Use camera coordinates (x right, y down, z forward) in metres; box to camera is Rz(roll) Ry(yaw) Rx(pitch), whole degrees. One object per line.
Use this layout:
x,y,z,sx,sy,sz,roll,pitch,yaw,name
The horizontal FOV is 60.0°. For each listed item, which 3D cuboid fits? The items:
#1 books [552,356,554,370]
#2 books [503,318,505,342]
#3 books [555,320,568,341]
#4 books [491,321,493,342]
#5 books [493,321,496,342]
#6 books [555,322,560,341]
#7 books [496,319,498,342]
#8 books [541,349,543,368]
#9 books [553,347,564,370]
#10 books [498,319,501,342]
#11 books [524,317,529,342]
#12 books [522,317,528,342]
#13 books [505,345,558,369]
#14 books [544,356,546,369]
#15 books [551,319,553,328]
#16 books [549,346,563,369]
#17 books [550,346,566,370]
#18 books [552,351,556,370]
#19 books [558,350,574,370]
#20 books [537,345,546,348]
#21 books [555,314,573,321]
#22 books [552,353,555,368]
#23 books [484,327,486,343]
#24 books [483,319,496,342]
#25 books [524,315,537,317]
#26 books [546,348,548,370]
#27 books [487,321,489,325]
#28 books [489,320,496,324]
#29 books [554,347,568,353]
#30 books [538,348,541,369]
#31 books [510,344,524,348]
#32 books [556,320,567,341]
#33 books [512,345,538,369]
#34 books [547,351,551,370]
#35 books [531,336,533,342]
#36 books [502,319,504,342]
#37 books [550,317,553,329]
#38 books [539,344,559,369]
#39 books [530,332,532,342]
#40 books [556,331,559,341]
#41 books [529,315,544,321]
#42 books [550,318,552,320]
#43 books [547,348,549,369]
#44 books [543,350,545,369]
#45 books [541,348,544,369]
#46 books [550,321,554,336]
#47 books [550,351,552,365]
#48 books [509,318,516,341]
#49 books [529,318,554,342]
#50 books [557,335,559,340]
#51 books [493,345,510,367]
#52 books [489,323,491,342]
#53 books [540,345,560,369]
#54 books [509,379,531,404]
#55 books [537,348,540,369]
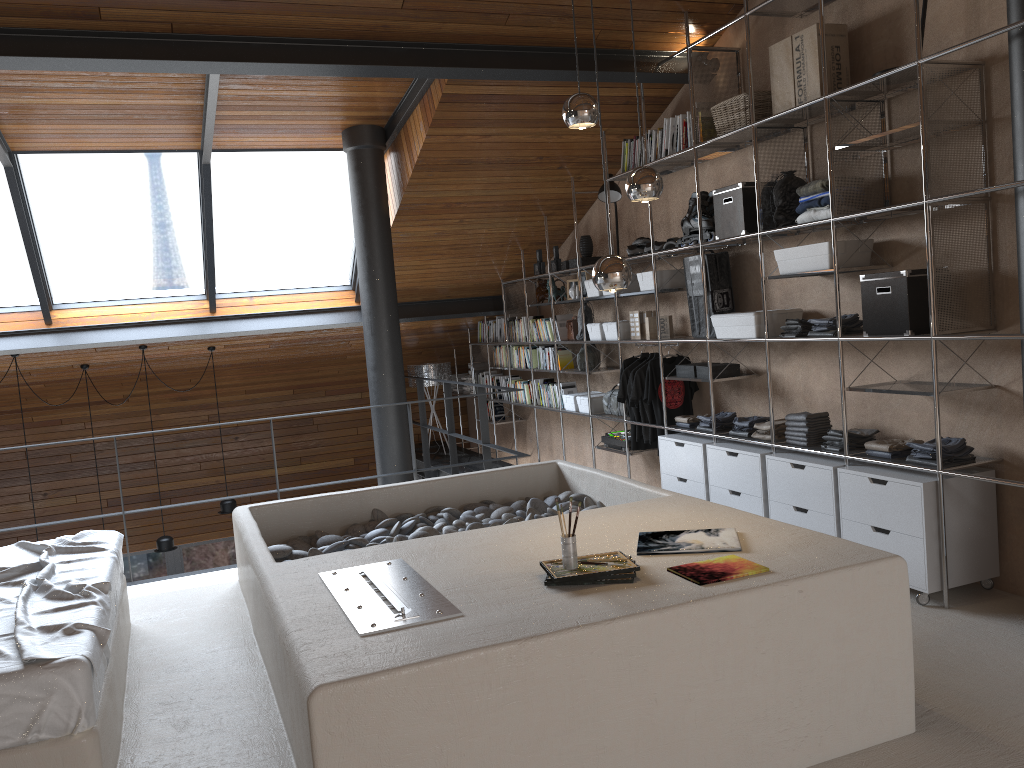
0.416,-0.203,7.740,0.128,0.143,0.009,-6,4,-21,books
-0.015,-0.535,8.760,0.148,0.234,0.033,-6,4,-21,books
0.442,-0.457,7.548,0.117,0.176,0.074,-6,4,-21,books
-0.149,-0.538,9.076,0.137,0.213,0.068,-6,4,-21,books
-0.128,-0.536,9.022,0.133,0.215,0.070,-6,4,-21,books
0.451,-0.478,7.573,0.161,0.215,0.092,-6,4,-21,books
-0.089,-0.543,8.890,0.148,0.229,0.073,-6,4,-21,books
0.335,-0.237,7.970,0.148,0.190,0.013,-6,4,-21,books
0.423,-0.225,7.731,0.129,0.188,0.010,-6,4,-21,books
-0.071,-0.541,8.848,0.148,0.229,0.073,-6,4,-21,books
0.195,-0.508,8.148,0.148,0.233,0.053,-6,4,-21,books
0.177,-0.510,8.193,0.148,0.233,0.053,-6,4,-21,books
0.167,-0.261,8.348,0.138,0.212,1.040,-6,4,-21,books
0.355,-0.224,7.906,0.146,0.171,0.018,-6,4,-21,books
0.411,-0.467,7.618,0.127,0.192,0.079,-6,4,-21,books
0.403,-0.232,7.795,0.146,0.195,0.023,-6,4,-21,books
0.411,-0.228,7.764,0.148,0.190,0.013,-6,4,-21,books
0.431,-0.211,7.691,0.148,0.167,0.053,-6,4,-21,books
0.459,-0.208,7.623,0.129,0.165,0.056,-6,4,-21,books
0.331,-0.251,8.050,0.207,0.207,0.010,-6,4,-21,books
0.464,-0.491,7.571,0.177,0.209,0.082,-6,4,-21,books
0.418,-0.211,7.701,0.130,0.167,0.046,-6,4,-21,books
-0.227,-0.535,9.245,0.127,0.197,0.063,-6,4,-21,books
-0.237,-0.558,9.319,0.143,0.233,0.081,-6,4,-21,books
0.182,-0.514,8.228,0.143,0.236,0.062,-6,4,-21,books
0.372,-0.230,7.834,0.148,0.190,0.013,-6,4,-21,books
-0.184,-0.546,9.194,0.161,0.220,0.074,-6,4,-21,books
-0.177,-0.544,9.117,0.122,0.227,0.076,-6,4,-21,books
0.436,-0.219,7.648,0.129,0.186,0.050,-6,4,-21,books
0.327,-0.238,8.007,0.169,0.189,0.018,-6,4,-21,books
0.059,-0.279,8.668,0.143,0.218,0.020,-6,4,-21,books
0.441,-0.453,7.535,0.112,0.169,0.068,-6,4,-21,books
0.157,-0.254,8.320,0.139,0.208,0.494,-6,4,-21,books
0.386,-0.215,7.810,0.143,0.161,0.019,-6,4,-21,books
0.229,-0.482,8.106,0.131,0.180,0.042,-6,4,-21,books
-0.027,-0.534,8.779,0.148,0.233,0.053,-6,4,-21,books
0.425,-0.480,7.657,0.164,0.209,0.084,-6,4,-21,books
0.343,-0.248,7.998,0.191,0.207,0.012,-6,4,-21,books
0.226,-0.496,8.133,0.149,0.205,0.049,-6,4,-21,books
0.425,-0.453,7.593,0.119,0.166,0.072,-6,4,-21,books
0.236,-0.510,8.126,0.148,0.233,0.053,-6,4,-21,books
0.430,-0.480,7.648,0.170,0.209,0.082,-6,4,-22,books
0.381,-0.230,7.824,0.148,0.190,0.013,-6,4,-21,books
0.339,-0.221,7.914,0.130,0.169,0.010,-6,4,-21,books
0.346,-0.234,7.943,0.161,0.187,0.021,-6,4,-21,books
0.407,-0.470,7.660,0.127,0.192,0.079,-6,4,-21,books
0.411,-0.218,7.780,0.148,0.167,0.014,-6,4,-21,books
0.038,-0.526,8.589,0.129,0.231,0.010,-6,4,-21,books
0.307,-0.481,7.866,0.139,0.206,0.497,-6,4,-21,books
0.436,-0.469,7.585,0.125,0.200,0.088,-6,4,-21,books
-0.075,-0.285,8.929,0.130,0.216,0.311,-6,4,-21,books
-0.178,-0.528,9.106,0.111,0.194,0.059,-6,4,-21,books
0.352,-0.246,7.989,0.192,0.204,0.012,-6,4,-21,books
0.121,0.070,8.505,0.139,0.211,0.467,-6,4,-21,books
0.301,-0.238,8.027,0.148,0.190,0.013,-6,4,-21,books
